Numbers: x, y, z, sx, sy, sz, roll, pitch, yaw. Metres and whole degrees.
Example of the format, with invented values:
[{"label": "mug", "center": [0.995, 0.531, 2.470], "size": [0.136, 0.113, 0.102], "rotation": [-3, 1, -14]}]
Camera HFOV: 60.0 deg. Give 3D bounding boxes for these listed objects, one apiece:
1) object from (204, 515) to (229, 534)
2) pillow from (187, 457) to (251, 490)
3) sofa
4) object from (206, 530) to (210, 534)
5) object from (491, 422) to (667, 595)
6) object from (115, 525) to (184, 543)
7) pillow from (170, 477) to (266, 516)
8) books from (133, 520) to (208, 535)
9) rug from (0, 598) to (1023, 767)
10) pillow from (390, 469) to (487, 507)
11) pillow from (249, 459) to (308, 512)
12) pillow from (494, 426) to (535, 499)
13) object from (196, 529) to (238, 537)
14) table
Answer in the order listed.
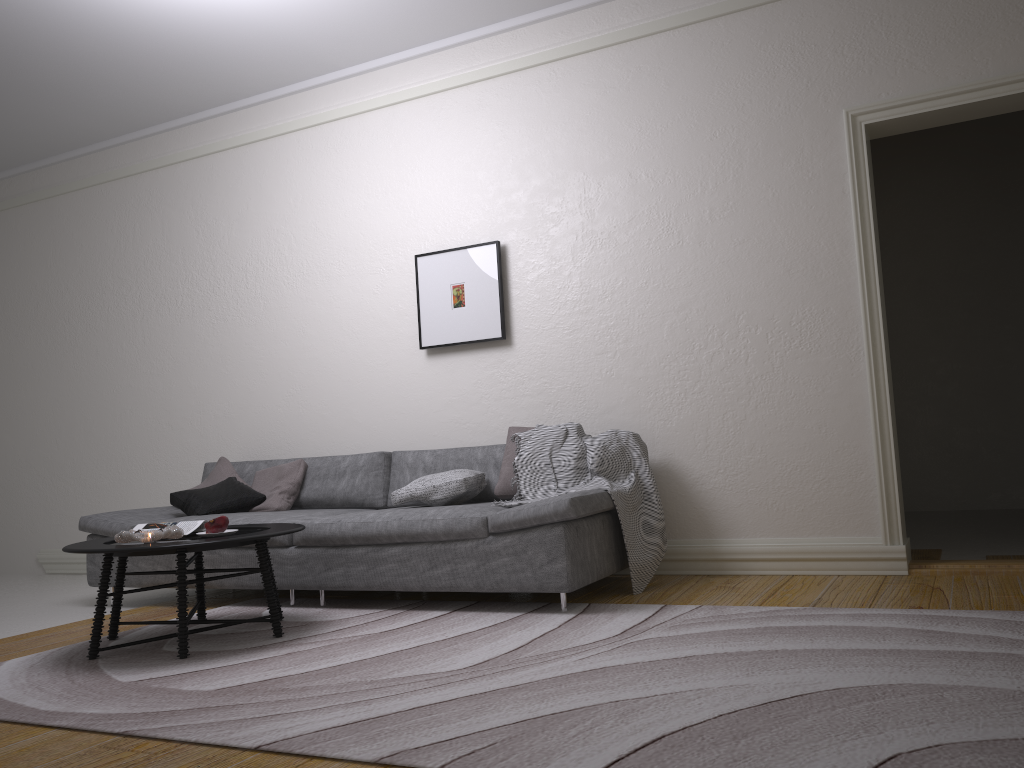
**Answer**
[{"label": "object", "center": [-1.232, 0.592, 3.716], "size": [0.112, 0.082, 0.087], "rotation": [-1, -5, -29]}, {"label": "pillow", "center": [-1.832, 0.671, 5.418], "size": [0.359, 0.448, 0.469], "rotation": [0, -6, -43]}, {"label": "sofa", "center": [-0.835, 0.753, 4.792], "size": [3.009, 0.772, 1.120], "rotation": [-6, -5, 26]}, {"label": "object", "center": [-1.280, 0.620, 3.758], "size": [0.043, 0.036, 0.036], "rotation": [-7, -5, 35]}, {"label": "object", "center": [0.331, 0.611, 4.332], "size": [0.889, 0.865, 0.616], "rotation": [-3, -4, -8]}, {"label": "object", "center": [-1.460, 0.608, 3.572], "size": [0.249, 0.062, 0.257], "rotation": [-7, -5, 34]}, {"label": "pillow", "center": [-1.701, 0.680, 5.131], "size": [0.429, 0.268, 0.394], "rotation": [0, -6, -43]}, {"label": "books", "center": [-1.497, 0.634, 3.919], "size": [0.304, 0.048, 0.374], "rotation": [-4, -4, 6]}, {"label": "rug", "center": [-0.180, 0.948, 3.094], "size": [3.649, 0.008, 1.982], "rotation": [-6, -5, 26]}, {"label": "pillow", "center": [-0.369, 0.542, 4.550], "size": [0.401, 0.194, 0.409], "rotation": [-5, -4, 13]}, {"label": "pillow", "center": [-1.441, 0.614, 5.247], "size": [0.416, 0.318, 0.343], "rotation": [-6, -5, 26]}, {"label": "pillow", "center": [0.132, 0.401, 4.544], "size": [0.420, 0.390, 0.246], "rotation": [-6, -5, 27]}, {"label": "object", "center": [-1.238, 0.628, 3.722], "size": [0.170, 0.015, 0.165], "rotation": [-2, -4, -18]}, {"label": "table", "center": [-1.346, 0.859, 3.719], "size": [0.930, 0.449, 0.958], "rotation": [-6, -5, 24]}]
